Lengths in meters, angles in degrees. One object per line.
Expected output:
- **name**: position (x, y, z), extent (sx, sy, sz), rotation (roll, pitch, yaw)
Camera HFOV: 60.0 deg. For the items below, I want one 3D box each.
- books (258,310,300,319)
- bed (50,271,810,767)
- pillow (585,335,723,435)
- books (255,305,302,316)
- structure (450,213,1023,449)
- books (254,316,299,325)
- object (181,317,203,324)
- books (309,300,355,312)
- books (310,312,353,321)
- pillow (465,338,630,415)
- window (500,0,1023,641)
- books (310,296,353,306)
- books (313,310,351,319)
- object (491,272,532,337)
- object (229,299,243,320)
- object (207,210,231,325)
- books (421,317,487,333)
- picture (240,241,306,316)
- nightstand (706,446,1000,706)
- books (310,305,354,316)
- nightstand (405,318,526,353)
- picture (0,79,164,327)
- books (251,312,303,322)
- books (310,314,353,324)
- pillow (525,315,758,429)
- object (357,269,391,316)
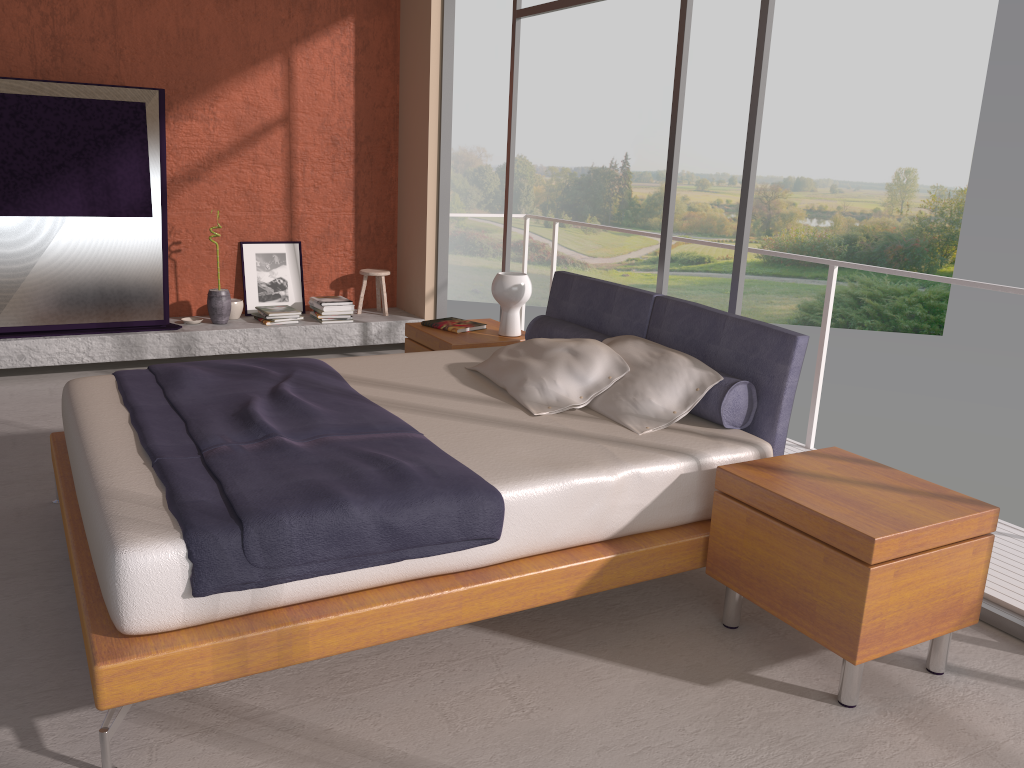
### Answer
- **books**: position (-1.723, -0.521, 6.551), extent (0.247, 0.025, 0.287), rotation (-5, 16, -27)
- **bed**: position (-0.409, 0.165, 3.479), extent (2.462, 0.959, 2.017), rotation (-5, 16, -29)
- **pillow**: position (0.464, -0.017, 3.595), extent (0.400, 0.265, 0.791), rotation (-5, 16, -26)
- **books**: position (-1.726, -0.542, 6.549), extent (0.247, 0.018, 0.328), rotation (-6, 17, -32)
- **structure**: position (1.669, 0.052, 3.887), extent (0.728, 1.005, 7.689), rotation (-5, 16, -29)
- **books**: position (-1.743, -0.477, 6.559), extent (0.247, 0.025, 0.287), rotation (-7, 17, -32)
- **object**: position (-2.284, -0.444, 6.336), extent (0.152, 0.040, 0.152), rotation (4, 14, 5)
- **books**: position (-1.366, -0.597, 6.713), extent (0.247, 0.038, 0.319), rotation (-6, 17, -32)
- **books**: position (-1.372, -0.520, 6.738), extent (0.247, 0.018, 0.287), rotation (-6, 16, -29)
- **pillow**: position (0.128, -0.077, 3.809), extent (0.431, 0.264, 0.869), rotation (-3, 15, -22)
- **window**: position (1.459, -0.821, 3.287), extent (0.075, 3.133, 6.106), rotation (-5, 16, -29)
- **books**: position (-1.367, -0.629, 6.710), extent (0.247, 0.025, 0.287), rotation (-6, 16, -29)
- **books**: position (-1.362, -0.534, 6.710), extent (0.247, 0.025, 0.287), rotation (-2, 15, -19)
- **object**: position (-0.004, -0.438, 4.880), extent (0.224, 0.338, 0.224), rotation (-2, 15, -18)
- **object**: position (-2.080, -0.550, 6.561), extent (0.179, 0.137, 0.180), rotation (-2, 15, -17)
- **object**: position (-2.082, -0.826, 6.280), extent (0.165, 0.810, 0.165), rotation (1, 14, -6)
- **books**: position (-0.330, -0.337, 5.068), extent (0.287, 0.025, 0.247), rotation (15, 19, 39)
- **picture**: position (-1.819, -0.806, 6.763), extent (0.458, 0.550, 0.117), rotation (-5, 16, -29)
- **nightstand**: position (1.059, 0.590, 2.860), extent (0.562, 0.556, 0.628), rotation (-5, 16, -29)
- **books**: position (-1.367, -0.565, 6.721), extent (0.247, 0.027, 0.328), rotation (-5, 16, -27)
- **nightstand**: position (-0.234, -0.034, 5.076), extent (0.562, 0.556, 0.628), rotation (-5, 16, -29)
- **picture**: position (-2.812, -1.134, 5.660), extent (1.129, 1.496, 0.126), rotation (-5, 16, -29)
- **books**: position (-1.734, -0.503, 6.567), extent (0.247, 0.018, 0.328), rotation (-11, 20, -44)
- **books**: position (-1.370, -0.501, 6.738), extent (0.247, 0.018, 0.328), rotation (-5, 16, -27)
- **pillow**: position (0.505, -0.089, 3.924), extent (0.205, 0.201, 1.470), rotation (-5, 16, -29)
- **object**: position (-1.072, -0.723, 7.015), extent (0.260, 0.349, 0.257), rotation (11, 16, 28)
